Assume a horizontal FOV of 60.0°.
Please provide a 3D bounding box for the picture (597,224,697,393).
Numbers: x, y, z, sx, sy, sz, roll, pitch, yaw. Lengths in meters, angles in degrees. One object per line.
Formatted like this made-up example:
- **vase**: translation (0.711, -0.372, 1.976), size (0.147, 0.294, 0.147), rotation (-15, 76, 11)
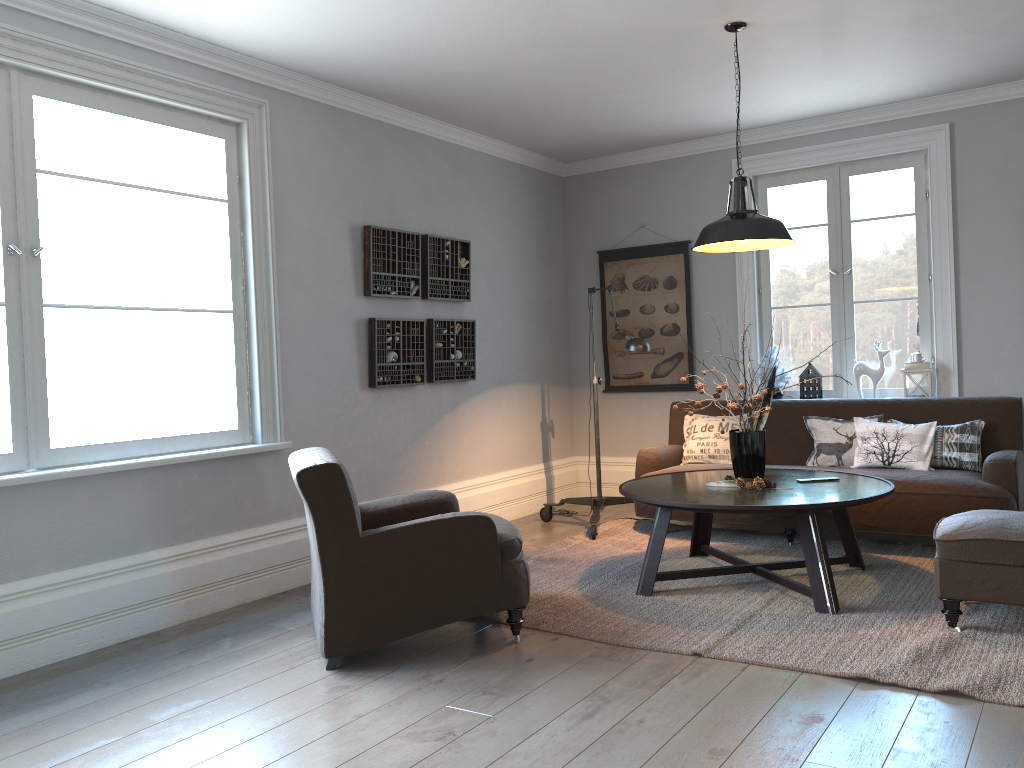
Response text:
- **picture**: translation (1.037, -0.593, 6.898), size (0.793, 1.313, 0.057), rotation (-2, 1, 33)

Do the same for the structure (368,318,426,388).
- **structure**: translation (-0.695, -0.194, 5.429), size (0.086, 0.416, 0.468), rotation (-2, 1, 33)

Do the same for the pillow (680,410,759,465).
- **pillow**: translation (1.357, 0.365, 5.857), size (0.519, 0.368, 0.240), rotation (-2, 1, 33)

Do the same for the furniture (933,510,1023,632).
- **furniture**: translation (2.023, 0.744, 3.535), size (0.583, 0.440, 0.574), rotation (-2, 1, 33)

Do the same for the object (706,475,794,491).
- **object**: translation (1.144, 0.473, 4.292), size (0.153, 0.067, 0.404), rotation (-3, 2, -39)

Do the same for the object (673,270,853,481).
- **object**: translation (1.212, -0.034, 4.257), size (0.853, 1.066, 0.525), rotation (-2, 1, 4)

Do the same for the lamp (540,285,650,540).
- **lamp**: translation (0.619, 0.155, 6.243), size (0.797, 1.644, 1.864), rotation (-3, 1, -19)

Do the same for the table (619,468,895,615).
- **table**: translation (1.192, 0.745, 4.381), size (1.299, 0.503, 1.300), rotation (-2, 1, 26)

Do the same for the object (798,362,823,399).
- **object**: translation (2.084, -0.009, 6.182), size (0.155, 0.284, 0.155), rotation (-2, 1, 23)

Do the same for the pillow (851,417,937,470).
- **pillow**: translation (2.213, 0.348, 5.158), size (0.471, 0.309, 0.188), rotation (-2, 1, 34)

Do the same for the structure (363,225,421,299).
- **structure**: translation (-0.734, -0.735, 5.423), size (0.099, 0.416, 0.468), rotation (-2, 1, 33)

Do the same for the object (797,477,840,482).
- **object**: translation (1.526, 0.476, 4.419), size (0.207, 0.011, 0.051), rotation (-3, 1, -7)

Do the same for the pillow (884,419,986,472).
- **pillow**: translation (2.443, 0.352, 5.142), size (0.542, 0.288, 0.183), rotation (-2, 1, 35)

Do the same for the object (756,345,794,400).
- **object**: translation (1.849, -0.073, 6.323), size (0.247, 0.424, 0.263), rotation (-3, 1, -21)

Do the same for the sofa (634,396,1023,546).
- **sofa**: translation (1.863, 0.522, 5.403), size (2.165, 0.824, 0.969), rotation (-2, 1, 33)

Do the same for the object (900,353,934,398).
- **object**: translation (2.647, -0.044, 5.786), size (0.193, 0.322, 0.193), rotation (-2, 1, 27)

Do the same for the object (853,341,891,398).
- **object**: translation (2.391, -0.079, 5.883), size (0.239, 0.410, 0.128), rotation (-2, 1, 30)

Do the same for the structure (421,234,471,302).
- **structure**: translation (-0.421, -0.759, 5.859), size (0.105, 0.416, 0.468), rotation (-2, 1, 33)

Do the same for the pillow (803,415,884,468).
- **pillow**: translation (2.011, 0.361, 5.381), size (0.472, 0.347, 0.159), rotation (-2, 1, 31)

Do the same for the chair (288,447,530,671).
- **chair**: translation (-0.436, 0.669, 3.812), size (0.970, 0.795, 0.807), rotation (-3, 1, -16)

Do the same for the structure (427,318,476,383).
- **structure**: translation (-0.395, -0.224, 5.889), size (0.086, 0.416, 0.468), rotation (-2, 1, 33)

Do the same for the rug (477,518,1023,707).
- **rug**: translation (1.244, 0.938, 4.399), size (2.818, 0.090, 2.400), rotation (-2, 2, 34)

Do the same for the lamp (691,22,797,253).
- **lamp**: translation (1.113, -1.214, 4.348), size (0.504, 1.076, 0.504), rotation (-3, 1, -9)
